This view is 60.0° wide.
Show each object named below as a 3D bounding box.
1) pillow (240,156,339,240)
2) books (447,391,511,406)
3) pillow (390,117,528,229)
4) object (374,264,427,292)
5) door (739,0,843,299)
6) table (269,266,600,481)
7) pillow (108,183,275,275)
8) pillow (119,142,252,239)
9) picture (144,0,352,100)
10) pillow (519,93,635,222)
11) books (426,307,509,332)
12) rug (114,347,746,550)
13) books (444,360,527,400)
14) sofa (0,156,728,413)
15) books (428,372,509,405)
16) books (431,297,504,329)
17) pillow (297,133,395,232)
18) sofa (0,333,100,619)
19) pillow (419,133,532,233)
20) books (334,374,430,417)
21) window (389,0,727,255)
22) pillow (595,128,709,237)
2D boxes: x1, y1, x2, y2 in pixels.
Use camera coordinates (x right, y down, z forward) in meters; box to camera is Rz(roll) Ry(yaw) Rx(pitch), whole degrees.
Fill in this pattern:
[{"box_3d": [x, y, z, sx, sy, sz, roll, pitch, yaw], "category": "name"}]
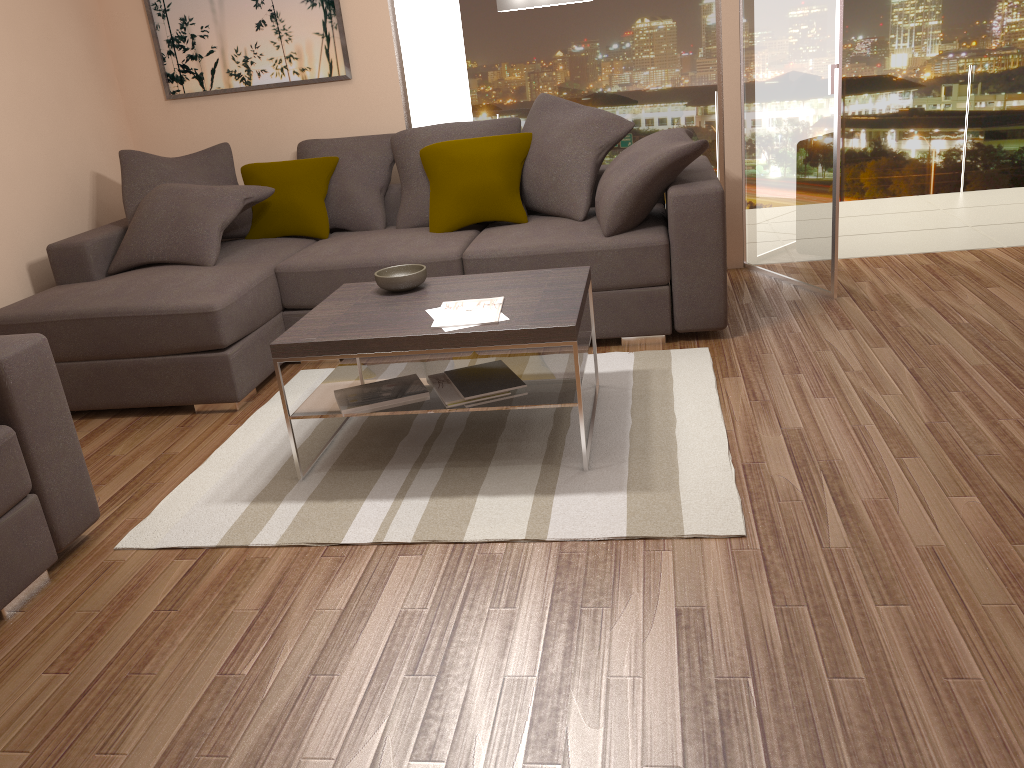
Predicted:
[{"box_3d": [-1.351, -1.086, 5.327, 0.631, 0.486, 0.335, -2, 21, 12], "category": "pillow"}, {"box_3d": [-0.165, 0.011, 3.414, 0.241, 0.013, 0.332, -12, 21, -14], "category": "books"}, {"box_3d": [-0.316, -1.230, 5.228, 0.783, 0.590, 0.459, -5, 20, 5], "category": "pillow"}, {"box_3d": [-0.467, -0.442, 3.757, 0.219, 0.081, 0.219, -1, 21, 14], "category": "object"}, {"box_3d": [1.486, -1.736, 4.869, 0.060, 2.419, 0.967, -12, 21, -13], "category": "door"}, {"box_3d": [-0.240, -0.066, 3.600, 1.110, 0.558, 0.856, -3, 21, 10], "category": "table"}, {"box_3d": [-1.786, -0.886, 4.886, 0.792, 0.415, 0.645, -1, 21, 15], "category": "pillow"}, {"box_3d": [-1.937, -1.118, 5.234, 0.806, 0.578, 0.483, -20, 24, -32], "category": "pillow"}, {"box_3d": [-1.677, -2.282, 5.553, 1.260, 0.835, 0.032, -3, 21, 10], "category": "picture"}, {"box_3d": [0.276, -1.281, 4.936, 0.399, 0.635, 0.811, -19, 24, -30], "category": "pillow"}, {"box_3d": [-0.169, -0.254, 3.292, 0.241, 0.008, 0.332, -12, 21, -14], "category": "books"}, {"box_3d": [-0.203, 0.195, 3.692, 2.122, 0.024, 1.791, -3, 21, 10], "category": "rug"}, {"box_3d": [-0.108, -0.020, 3.423, 0.241, 0.008, 0.332, -12, 21, -14], "category": "books"}, {"box_3d": [-0.675, -0.577, 4.843, 3.565, 0.776, 1.906, -3, 21, 10], "category": "sofa"}, {"box_3d": [-0.174, -0.003, 3.420, 0.241, 0.008, 0.332, -12, 21, -13], "category": "books"}, {"box_3d": [-0.159, -0.267, 3.304, 0.241, 0.010, 0.332, -5, 20, 5], "category": "books"}, {"box_3d": [-1.035, -1.219, 5.474, 0.787, 0.576, 0.431, 3, 22, 24], "category": "pillow"}, {"box_3d": [-2.033, 0.838, 1.477, 1.906, 0.776, 3.565, -3, 21, 10], "category": "sofa"}, {"box_3d": [-0.170, -1.118, 4.965, 0.658, 0.492, 0.382, -7, 20, 0], "category": "pillow"}, {"box_3d": [-0.506, 0.040, 3.424, 0.332, 0.026, 0.241, -12, 21, -15], "category": "books"}, {"box_3d": [0.287, -1.832, 5.496, 1.983, 2.419, 0.020, -3, 21, 10], "category": "window"}, {"box_3d": [0.703, -1.053, 4.603, 0.560, 0.470, 0.749, -4, 20, 6], "category": "pillow"}]
